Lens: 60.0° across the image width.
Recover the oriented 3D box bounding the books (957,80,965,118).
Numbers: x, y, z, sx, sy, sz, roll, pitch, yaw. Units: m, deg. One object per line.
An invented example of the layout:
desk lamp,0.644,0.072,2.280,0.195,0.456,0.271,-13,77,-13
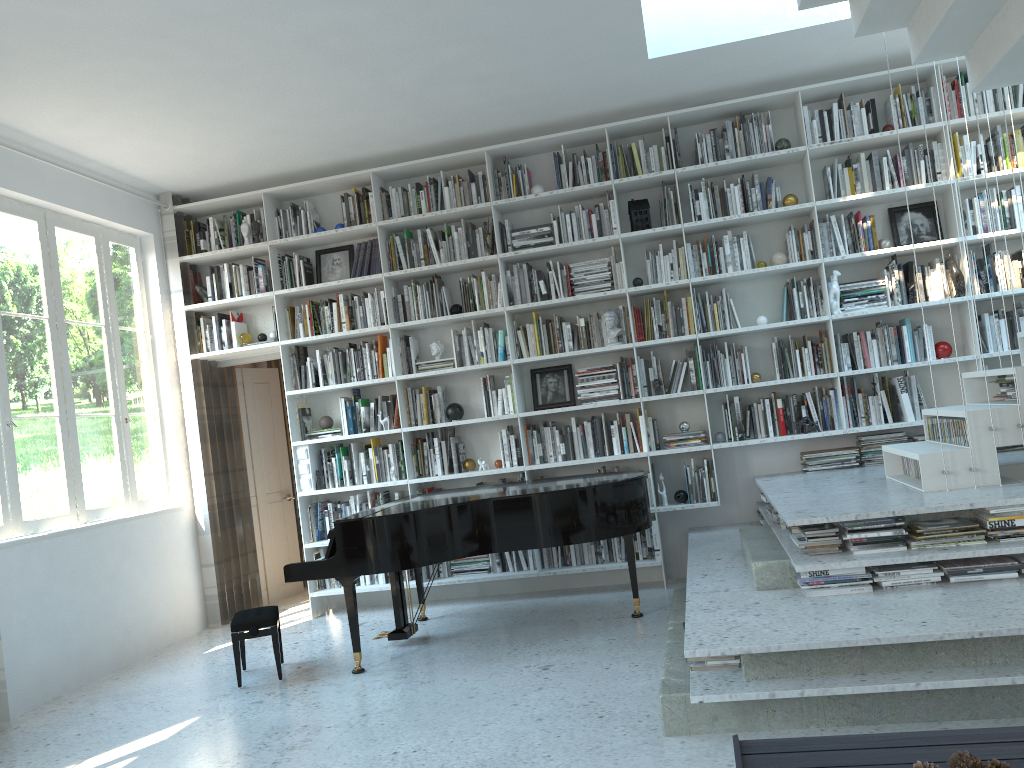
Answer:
books,2.863,-1.788,5.689,0.012,0.269,0.184,-8,-2,11

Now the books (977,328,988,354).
books,2.964,-0.322,5.682,0.085,0.278,0.159,-8,-2,11

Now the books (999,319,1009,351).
books,3.102,-0.304,5.642,0.029,0.201,0.172,-8,-2,11

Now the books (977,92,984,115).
books,2.978,-1.806,5.688,0.027,0.275,0.148,-8,-2,11

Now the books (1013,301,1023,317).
books,3.234,-0.370,5.630,0.013,0.297,0.141,-8,-2,11

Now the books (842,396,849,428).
books,2.173,0.186,5.824,0.027,0.208,0.164,-8,-2,11

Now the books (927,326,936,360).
books,2.691,-0.260,5.732,0.027,0.223,0.170,-8,-2,11

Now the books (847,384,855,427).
books,2.218,0.142,5.834,0.015,0.286,0.138,-8,-2,11

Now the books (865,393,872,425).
books,2.322,0.166,5.813,0.025,0.210,0.137,-8,-2,11

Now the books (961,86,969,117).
books,2.882,-1.771,5.689,0.022,0.229,0.175,-8,-2,11

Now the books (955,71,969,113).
books,2.897,-1.823,5.708,0.014,0.331,0.143,-8,-2,11

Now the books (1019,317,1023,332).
books,3.220,-0.319,5.632,0.027,0.201,0.164,-8,-2,11

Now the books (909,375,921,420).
books,2.596,0.090,5.743,0.025,0.287,0.160,-8,-2,11

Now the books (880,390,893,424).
books,2.424,0.148,5.782,0.052,0.217,0.184,-8,-2,11

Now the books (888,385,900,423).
books,2.473,0.131,5.776,0.031,0.239,0.171,-8,-2,11

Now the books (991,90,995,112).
books,3.047,-1.796,5.668,0.011,0.236,0.148,-8,-2,11

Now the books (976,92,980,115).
books,2.959,-1.796,5.690,0.014,0.260,0.167,-8,-2,11

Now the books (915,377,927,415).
books,2.641,0.091,5.744,0.062,0.274,0.148,-8,-2,11

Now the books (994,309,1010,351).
books,3.127,-0.340,5.656,0.024,0.267,0.133,-8,-2,11

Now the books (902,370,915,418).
books,2.580,0.073,5.769,0.012,0.326,0.136,-8,-2,11

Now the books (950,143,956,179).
books,2.774,-1.395,5.649,0.027,0.241,0.162,-8,-2,11

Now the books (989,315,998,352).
books,3.047,-0.314,5.658,0.037,0.236,0.153,-8,-2,11

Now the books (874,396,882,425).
books,2.376,0.171,5.795,0.024,0.185,0.149,-8,-2,11

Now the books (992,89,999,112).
books,3.067,-1.805,5.674,0.027,0.249,0.154,-8,-2,11

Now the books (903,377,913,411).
books,2.570,0.095,5.765,0.012,0.285,0.159,-8,-2,11

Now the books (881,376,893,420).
books,2.453,0.102,5.799,0.010,0.304,0.131,-8,-2,11

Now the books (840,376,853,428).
books,2.200,0.118,5.835,0.014,0.337,0.132,-8,-2,11

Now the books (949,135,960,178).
books,2.799,-1.424,5.655,0.036,0.293,0.135,-8,-2,11

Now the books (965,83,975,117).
books,2.918,-1.783,5.689,0.023,0.243,0.182,-8,-2,11

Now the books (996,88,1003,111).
books,3.092,-1.802,5.660,0.025,0.237,0.143,-8,-2,11

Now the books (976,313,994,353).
books,3.015,-0.318,5.656,0.024,0.252,0.175,-8,-2,11

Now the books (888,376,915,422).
books,2.513,0.097,5.725,0.075,0.291,0.255,-8,-2,11

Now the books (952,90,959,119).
books,2.840,-1.761,5.722,0.025,0.223,0.136,-8,-2,11

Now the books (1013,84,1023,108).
books,3.207,-1.805,5.639,0.057,0.212,0.163,-8,-2,11

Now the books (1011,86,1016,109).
books,3.169,-1.826,5.650,0.015,0.263,0.143,-8,-2,11

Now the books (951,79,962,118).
books,2.852,-1.795,5.705,0.013,0.286,0.150,-8,-2,11

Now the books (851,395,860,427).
books,2.247,0.175,5.839,0.033,0.213,0.140,-8,-2,11

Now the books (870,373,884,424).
books,2.385,0.095,5.791,0.014,0.333,0.168,-8,-2,11

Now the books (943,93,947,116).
books,2.774,-1.753,5.737,0.027,0.224,0.134,-8,-2,11

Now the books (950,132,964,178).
books,2.817,-1.428,5.627,0.010,0.294,0.183,-8,-2,11

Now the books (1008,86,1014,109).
books,3.156,-1.835,5.658,0.012,0.285,0.159,-8,-2,11

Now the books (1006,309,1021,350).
books,3.171,-0.338,5.614,0.027,0.248,0.184,-8,-2,11

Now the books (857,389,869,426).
books,2.299,0.152,5.806,0.015,0.243,0.156,-8,-2,11

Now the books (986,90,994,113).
books,3.026,-1.807,5.674,0.029,0.264,0.179,-8,-2,11

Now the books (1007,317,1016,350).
books,3.154,-0.314,5.644,0.025,0.208,0.149,-8,-2,11

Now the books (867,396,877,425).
books,2.351,0.174,5.808,0.030,0.188,0.140,-8,-2,11

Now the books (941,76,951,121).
books,2.781,-1.800,5.709,0.011,0.313,0.172,-8,-2,11

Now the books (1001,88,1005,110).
books,3.115,-1.799,5.673,0.014,0.226,0.133,-8,-2,11

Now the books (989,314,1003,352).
books,3.076,-0.321,5.653,0.022,0.242,0.151,-8,-2,11

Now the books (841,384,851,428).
books,2.191,0.145,5.841,0.012,0.286,0.158,-8,-2,11

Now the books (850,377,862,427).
books,2.262,0.116,5.836,0.013,0.327,0.130,-8,-2,11

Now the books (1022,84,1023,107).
books,3.240,-1.821,5.645,0.010,0.235,0.131,-8,-2,11

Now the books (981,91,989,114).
books,3.002,-1.801,5.678,0.022,0.259,0.163,-8,-2,11

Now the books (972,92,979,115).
books,2.942,-1.817,5.685,0.012,0.306,0.184,-8,-2,11

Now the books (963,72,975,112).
books,2.932,-1.825,5.703,0.012,0.326,0.151,-8,-2,11

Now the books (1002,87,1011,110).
books,3.133,-1.793,5.655,0.026,0.208,0.163,-8,-2,11

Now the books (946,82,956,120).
books,2.812,-1.784,5.717,0.022,0.275,0.160,-8,-2,11

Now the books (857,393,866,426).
books,2.285,0.169,5.820,0.023,0.214,0.163,-8,-2,11

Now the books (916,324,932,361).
books,2.665,-0.262,5.736,0.025,0.235,0.181,-8,-2,11
